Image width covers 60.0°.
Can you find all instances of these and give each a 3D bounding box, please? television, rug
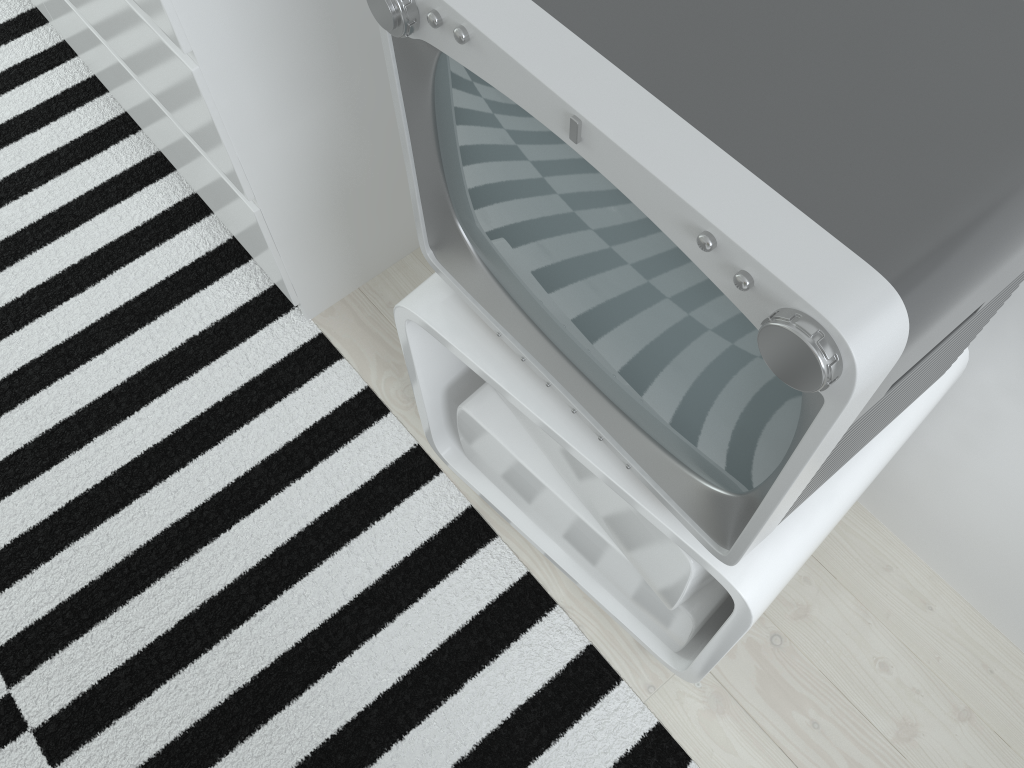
[{"bbox_3d":[0.133,-0.131,0.687,0.273,0.374,0.414,-37,67,-17],"label":"television"},{"bbox_3d":[-0.915,0.551,1.104,1.846,0.004,4.362,-37,67,-17],"label":"rug"}]

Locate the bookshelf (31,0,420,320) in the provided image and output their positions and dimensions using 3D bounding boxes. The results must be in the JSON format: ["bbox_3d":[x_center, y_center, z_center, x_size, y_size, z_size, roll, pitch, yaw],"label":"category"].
[{"bbox_3d":[-0.708,-1.324,0.727,0.440,2.416,1.595,-37,67,-17],"label":"bookshelf"}]

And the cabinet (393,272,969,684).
[{"bbox_3d":[0.168,0.045,1.074,0.467,0.477,0.350,40,70,20],"label":"cabinet"}]
